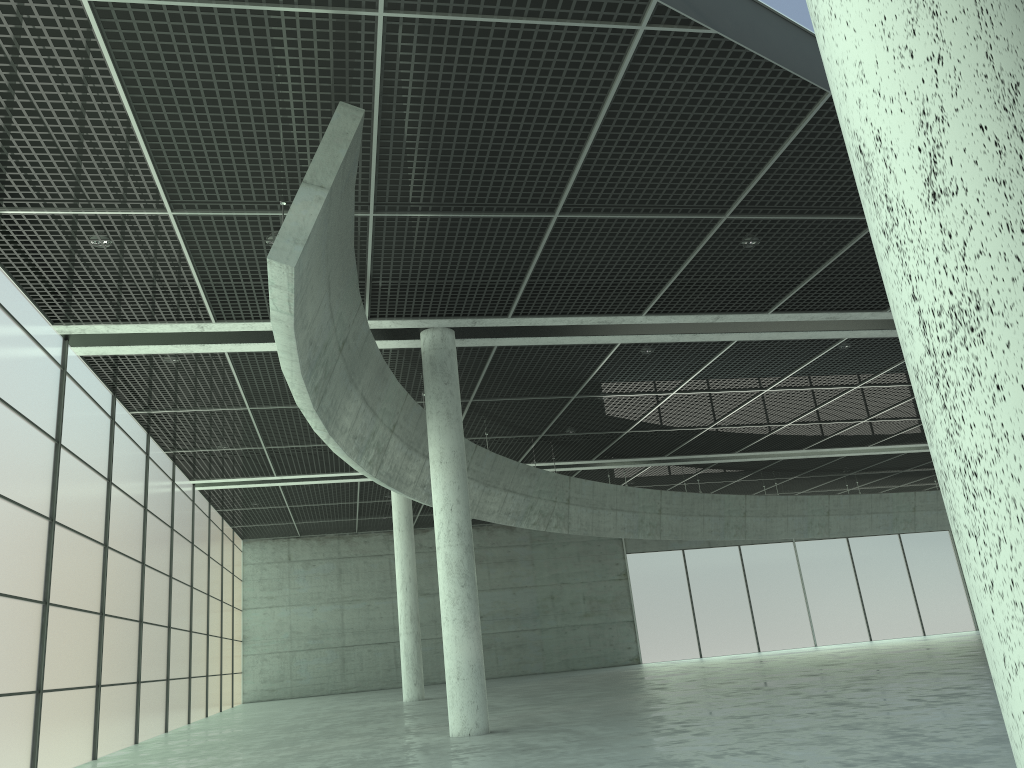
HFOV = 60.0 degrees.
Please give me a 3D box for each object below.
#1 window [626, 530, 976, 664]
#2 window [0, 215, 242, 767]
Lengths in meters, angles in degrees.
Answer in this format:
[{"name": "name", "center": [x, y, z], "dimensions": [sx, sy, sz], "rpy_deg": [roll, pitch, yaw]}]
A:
[{"name": "window", "center": [27.102, 21.541, 82.154], "dimensions": [33.409, 10.658, 0.160], "rpy_deg": [-2, -18, -12]}, {"name": "window", "center": [35.307, 2.799, 36.551], "dimensions": [100.427, 16.074, 99.961], "rpy_deg": [-2, -19, -11]}]
